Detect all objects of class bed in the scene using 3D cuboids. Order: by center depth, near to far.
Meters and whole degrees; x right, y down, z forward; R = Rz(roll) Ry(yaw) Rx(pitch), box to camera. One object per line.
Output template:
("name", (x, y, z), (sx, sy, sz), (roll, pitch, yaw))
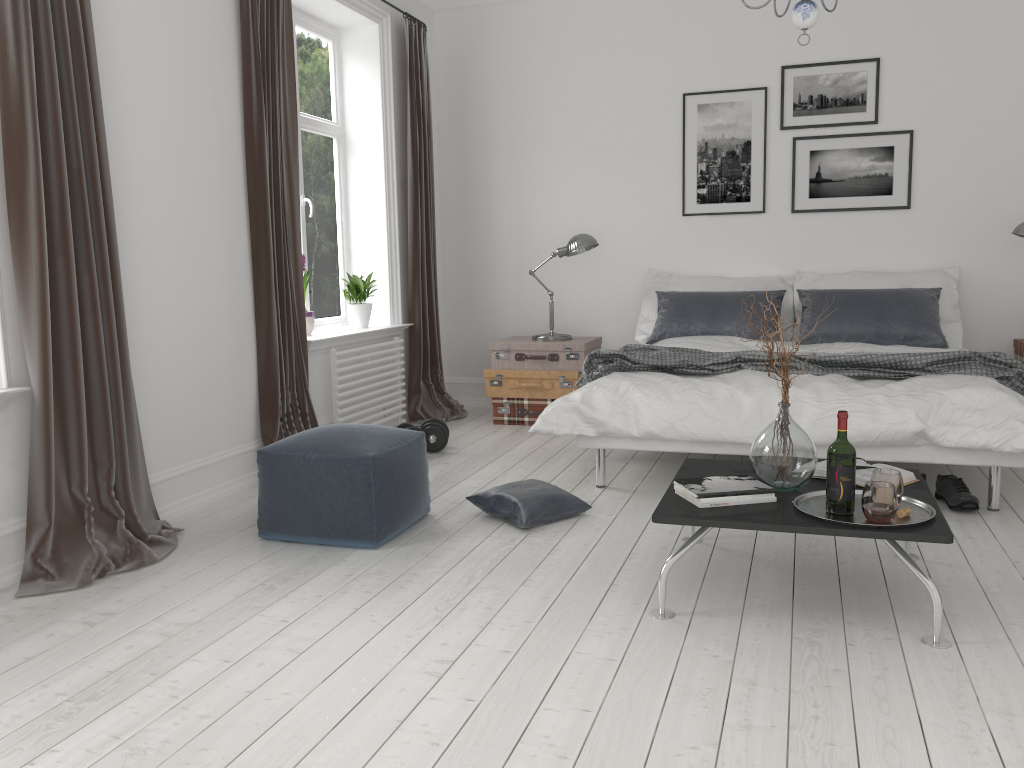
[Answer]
("bed", (1.486, -0.075, 4.807), (2.217, 0.926, 2.473), (1, 8, 19))

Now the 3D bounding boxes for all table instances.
("table", (0.928, 0.502, 2.903), (0.833, 0.313, 0.824), (1, 8, 18))

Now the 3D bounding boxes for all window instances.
("window", (-1.275, -1.274, 5.392), (0.120, 1.956, 1.112), (1, 8, 18))

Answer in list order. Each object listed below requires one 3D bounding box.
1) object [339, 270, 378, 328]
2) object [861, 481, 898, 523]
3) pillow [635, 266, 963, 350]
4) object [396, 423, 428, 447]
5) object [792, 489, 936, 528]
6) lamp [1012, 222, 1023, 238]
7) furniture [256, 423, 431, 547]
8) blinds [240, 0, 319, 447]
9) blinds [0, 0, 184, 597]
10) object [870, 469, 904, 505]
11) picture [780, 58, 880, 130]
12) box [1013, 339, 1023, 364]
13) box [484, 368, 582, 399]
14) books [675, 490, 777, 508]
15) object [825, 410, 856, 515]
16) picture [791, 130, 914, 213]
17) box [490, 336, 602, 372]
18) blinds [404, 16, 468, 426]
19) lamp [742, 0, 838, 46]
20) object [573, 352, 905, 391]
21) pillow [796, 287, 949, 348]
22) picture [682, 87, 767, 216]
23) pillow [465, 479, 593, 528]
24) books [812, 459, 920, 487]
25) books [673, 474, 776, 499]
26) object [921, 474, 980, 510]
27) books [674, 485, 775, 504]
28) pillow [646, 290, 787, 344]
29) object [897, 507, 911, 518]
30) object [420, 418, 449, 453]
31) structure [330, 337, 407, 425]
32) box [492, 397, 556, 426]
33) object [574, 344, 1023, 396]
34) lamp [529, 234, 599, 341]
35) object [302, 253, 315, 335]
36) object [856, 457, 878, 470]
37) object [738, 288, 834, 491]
("object", (-0.987, -0.549, 5.713), (0.284, 0.369, 0.215), (-2, 8, -3))
("object", (1.048, 0.337, 2.528), (0.095, 0.106, 0.095), (3, 9, 29))
("pillow", (1.791, -0.490, 5.648), (1.965, 0.529, 0.465), (1, 8, 18))
("object", (-0.585, 0.319, 5.021), (0.179, 0.179, 0.326), (-5, 9, -26))
("object", (1.001, 0.381, 2.750), (0.395, 0.063, 0.622), (-4, 8, -22))
("lamp", (3.088, -0.579, 5.011), (0.488, 0.699, 0.269), (1, 8, 18))
("furniture", (-0.683, 0.380, 3.649), (0.646, 0.423, 0.646), (1, 8, 19))
("blinds", (-1.094, -0.865, 4.447), (0.294, 2.681, 0.582), (2, 8, 25))
("blinds", (-1.492, -0.675, 3.096), (0.318, 2.680, 0.769), (1, 8, 14))
("object", (1.130, 0.316, 2.678), (0.095, 0.106, 0.095), (3, 9, 29))
("picture", (2.032, -1.853, 5.684), (0.592, 0.403, 0.015), (1, 8, 18))
("box", (3.260, -0.139, 5.027), (0.647, 0.185, 0.537), (1, 8, 18))
("box", (0.195, -0.028, 6.052), (0.647, 0.185, 0.537), (1, 8, 18))
("books", (0.676, 0.353, 2.820), (0.259, 0.014, 0.191), (-3, 8, -12))
("object", (0.969, 0.229, 2.608), (0.081, 0.303, 0.081), (4, 9, 35))
("picture", (2.180, -1.359, 5.705), (0.720, 0.486, 0.015), (1, 8, 18))
("box", (0.236, -0.209, 6.013), (0.647, 0.185, 0.537), (1, 8, 18))
("blinds", (-0.521, -1.097, 6.073), (0.327, 2.680, 0.779), (1, 8, 13))
("lamp", (1.160, -1.912, 3.480), (0.594, 1.123, 0.528), (1, 8, 18))
("object", (1.393, 0.075, 4.569), (2.236, 0.500, 0.521), (2, 8, 21))
("pillow", (2.136, -0.399, 5.314), (0.842, 0.339, 0.405), (1, 8, 18))
("picture", (1.417, -1.544, 5.931), (0.545, 0.810, 0.015), (1, 8, 18))
("pillow", (0.069, 0.492, 3.772), (0.391, 0.121, 0.381), (-8, 10, -41))
("books", (1.169, 0.302, 3.028), (0.231, 0.040, 0.342), (-8, 10, -40))
("books", (0.672, 0.325, 2.823), (0.257, 0.012, 0.207), (-3, 8, -11))
("object", (1.809, 0.456, 3.795), (0.322, 0.127, 0.300), (1, 8, 18))
("books", (0.671, 0.339, 2.818), (0.254, 0.014, 0.191), (-3, 8, -14))
("pillow", (1.291, -0.420, 5.602), (0.837, 0.329, 0.405), (1, 8, 18))
("object", (1.135, 0.372, 2.568), (0.046, 0.024, 0.024), (-8, 10, -41))
("object", (-0.456, 0.299, 5.149), (0.179, 0.179, 0.326), (-1, 8, -2))
("structure", (-0.893, 0.073, 5.459), (0.114, 0.670, 0.887), (1, 8, 18))
("box", (0.249, 0.155, 6.065), (0.647, 0.185, 0.537), (1, 8, 18))
("object", (1.295, 0.022, 4.200), (2.154, 0.377, 0.536), (2, 8, 21))
("lamp", (0.345, -0.644, 5.915), (0.488, 0.699, 0.269), (1, 8, 18))
("object", (-1.216, -0.520, 5.142), (0.129, 0.476, 0.129), (-4, 8, -21))
("object", (1.165, 0.273, 3.021), (0.135, 0.030, 0.141), (-1, 8, 3))
("object", (0.844, 0.015, 2.857), (0.291, 0.666, 0.313), (-4, 8, -19))
